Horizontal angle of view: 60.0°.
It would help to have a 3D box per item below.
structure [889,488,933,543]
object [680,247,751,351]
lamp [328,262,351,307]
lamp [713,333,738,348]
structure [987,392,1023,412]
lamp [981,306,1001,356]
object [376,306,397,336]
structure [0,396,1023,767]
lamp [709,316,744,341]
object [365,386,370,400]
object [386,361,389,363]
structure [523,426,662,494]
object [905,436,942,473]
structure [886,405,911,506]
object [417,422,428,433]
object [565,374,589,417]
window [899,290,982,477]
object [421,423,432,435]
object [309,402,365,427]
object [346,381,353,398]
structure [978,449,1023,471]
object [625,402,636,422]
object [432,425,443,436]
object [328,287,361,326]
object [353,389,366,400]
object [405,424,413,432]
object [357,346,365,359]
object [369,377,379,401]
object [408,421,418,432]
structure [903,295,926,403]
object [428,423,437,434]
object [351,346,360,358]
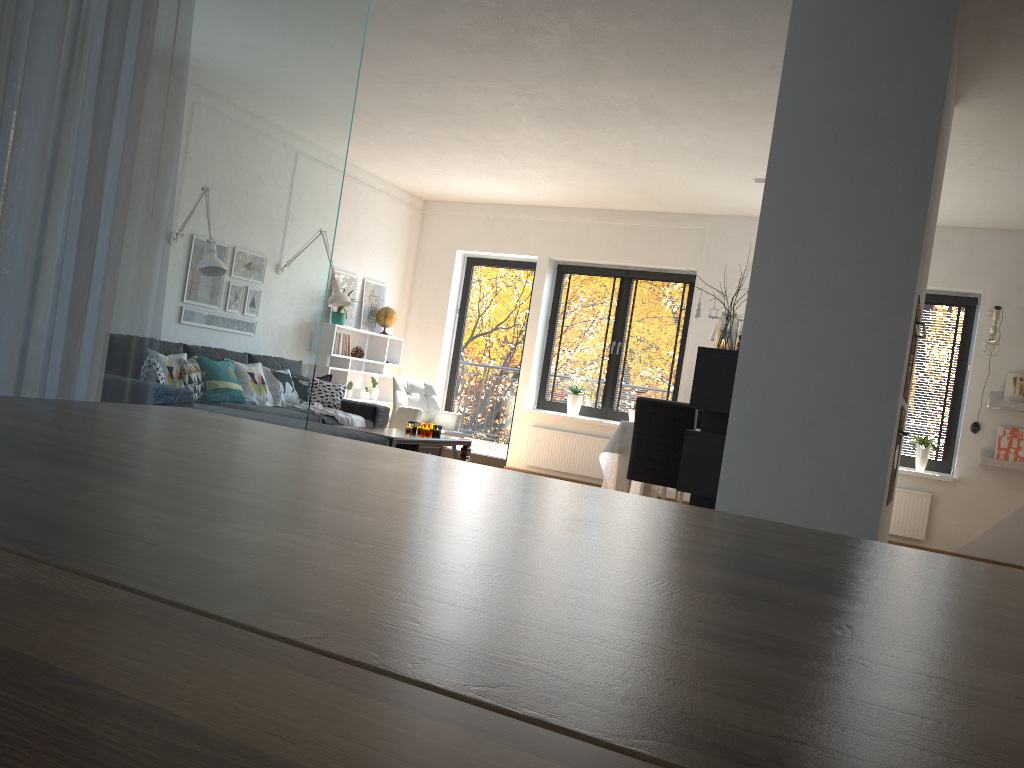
[{"bbox_3d":[2.833,1.049,7.728,1.456,0.459,0.078,8,0,27],"label":"structure"},{"bbox_3d":[1.031,-0.420,4.361,0.425,0.522,0.298,9,0,22],"label":"object"},{"bbox_3d":[-1.699,-1.030,7.796,0.697,0.670,0.200,9,0,16],"label":"lamp"},{"bbox_3d":[1.071,-0.215,4.472,0.098,0.131,0.106,9,0,38],"label":"lamp"},{"bbox_3d":[4.164,0.164,7.122,0.594,0.129,0.147,8,0,25],"label":"structure"},{"bbox_3d":[3.906,-0.422,7.211,0.131,0.395,0.312,9,0,30],"label":"lamp"},{"bbox_3d":[-1.303,-0.652,9.171,0.215,0.305,0.217,9,0,43],"label":"object"},{"bbox_3d":[0.840,-0.911,1.722,2.683,4.131,4.585,9,0,25],"label":"structure"},{"bbox_3d":[1.981,-0.938,6.923,0.759,1.284,0.131,9,0,25],"label":"lamp"},{"bbox_3d":[-1.479,0.089,9.011,0.072,0.137,0.072,9,0,6],"label":"object"},{"bbox_3d":[-1.315,-0.334,9.295,0.066,0.230,0.075,9,0,6],"label":"object"},{"bbox_3d":[0.786,0.747,8.715,1.456,0.459,0.078,8,0,24],"label":"structure"},{"bbox_3d":[3.478,0.592,7.540,0.292,0.316,0.354,9,0,17],"label":"object"},{"bbox_3d":[1.870,0.347,4.264,0.052,0.462,0.586,9,0,26],"label":"structure"},{"bbox_3d":[-0.714,0.349,7.052,0.079,0.081,0.079,9,0,20],"label":"object"},{"bbox_3d":[0.636,0.108,8.870,0.286,0.444,0.340,9,0,14],"label":"object"},{"bbox_3d":[3.202,-0.083,7.907,1.560,1.588,0.120,9,0,25],"label":"window"},{"bbox_3d":[-0.675,0.354,6.973,0.079,0.081,0.079,9,0,20],"label":"object"},{"bbox_3d":[-1.548,0.274,7.226,0.605,0.212,0.488,8,0,22],"label":"object"},{"bbox_3d":[-1.596,0.050,8.614,0.087,0.173,0.088,9,0,41],"label":"object"},{"bbox_3d":[4.093,0.631,7.125,0.594,0.129,0.147,8,0,25],"label":"structure"},{"bbox_3d":[1.225,0.300,8.638,0.267,0.237,0.283,9,0,7],"label":"object"},{"bbox_3d":[-0.594,0.367,7.023,0.079,0.081,0.079,9,0,20],"label":"object"},{"bbox_3d":[-1.636,-0.742,8.467,0.387,0.372,0.424,9,0,12],"label":"object"},{"bbox_3d":[-1.527,0.101,8.879,0.134,0.097,0.132,9,0,-4],"label":"object"},{"bbox_3d":[-0.805,0.345,6.953,0.059,0.061,0.060,9,0,31],"label":"object"},{"bbox_3d":[-1.515,-0.312,8.849,0.096,0.125,0.101,9,0,41],"label":"object"},{"bbox_3d":[-1.416,0.051,9.112,0.098,0.236,0.097,9,0,13],"label":"object"},{"bbox_3d":[-0.788,0.338,7.028,0.079,0.081,0.079,9,0,20],"label":"object"},{"bbox_3d":[1.945,-0.150,4.261,0.052,0.462,0.586,9,0,26],"label":"structure"},{"bbox_3d":[-0.639,0.361,7.117,0.079,0.081,0.079,9,0,20],"label":"object"},{"bbox_3d":[-1.551,-0.320,8.777,0.103,0.127,0.094,9,0,-19],"label":"object"}]
